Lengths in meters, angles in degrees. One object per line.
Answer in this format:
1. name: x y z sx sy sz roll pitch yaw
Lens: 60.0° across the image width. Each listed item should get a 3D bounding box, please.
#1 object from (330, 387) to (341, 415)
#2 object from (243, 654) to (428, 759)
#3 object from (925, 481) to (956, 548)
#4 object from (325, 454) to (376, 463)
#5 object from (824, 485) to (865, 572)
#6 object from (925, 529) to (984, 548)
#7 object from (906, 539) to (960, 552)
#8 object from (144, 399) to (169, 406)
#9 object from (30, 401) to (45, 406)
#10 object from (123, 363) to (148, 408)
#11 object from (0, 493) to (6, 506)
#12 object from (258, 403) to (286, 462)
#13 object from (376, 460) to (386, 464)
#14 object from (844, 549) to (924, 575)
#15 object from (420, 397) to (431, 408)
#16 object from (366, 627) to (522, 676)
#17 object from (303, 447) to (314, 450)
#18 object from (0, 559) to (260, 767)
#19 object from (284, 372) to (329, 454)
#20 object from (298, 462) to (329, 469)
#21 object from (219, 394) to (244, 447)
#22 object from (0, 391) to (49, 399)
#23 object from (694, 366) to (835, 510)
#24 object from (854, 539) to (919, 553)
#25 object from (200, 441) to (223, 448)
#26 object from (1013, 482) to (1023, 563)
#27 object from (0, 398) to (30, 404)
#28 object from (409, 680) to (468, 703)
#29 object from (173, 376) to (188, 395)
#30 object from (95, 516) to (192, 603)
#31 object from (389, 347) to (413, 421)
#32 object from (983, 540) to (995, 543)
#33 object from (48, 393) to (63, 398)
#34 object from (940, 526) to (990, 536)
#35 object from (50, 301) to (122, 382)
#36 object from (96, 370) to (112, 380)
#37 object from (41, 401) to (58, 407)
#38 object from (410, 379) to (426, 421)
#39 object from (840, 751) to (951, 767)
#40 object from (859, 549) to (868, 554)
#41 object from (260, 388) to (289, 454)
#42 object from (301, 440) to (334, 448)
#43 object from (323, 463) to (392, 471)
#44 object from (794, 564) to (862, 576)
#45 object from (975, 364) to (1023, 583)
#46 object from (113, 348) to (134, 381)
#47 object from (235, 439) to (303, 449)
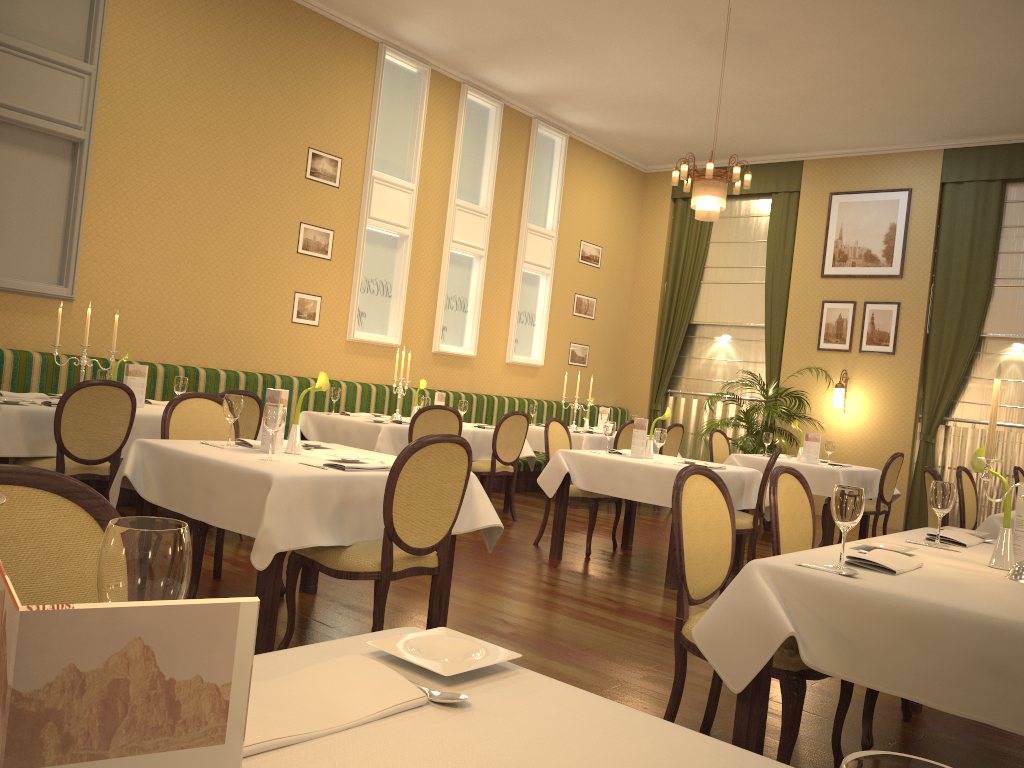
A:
1. object: -1.492 0.142 7.452 0.088 0.229 0.088 6 0 -2
2. object: -0.244 0.367 1.029 0.142 0.033 0.273 6 0 40
3. object: 1.546 0.468 3.200 0.088 0.229 0.088 6 0 -2
4. object: -0.696 0.326 3.818 0.160 0.024 0.160 6 0 40
5. object: 0.920 0.397 2.449 0.088 0.229 0.088 6 0 -2
6. object: 1.674 0.583 3.351 0.142 0.033 0.273 6 0 40
7. object: 1.487 0.571 3.130 0.185 0.010 0.017 6 0 41
8. object: -2.454 0.135 6.275 0.142 0.033 0.273 6 0 40
9. object: -2.708 0.111 5.056 0.181 0.015 0.038 6 0 41
10. object: -2.451 0.010 5.702 0.166 0.277 0.081 6 0 11
11. object: -0.370 0.040 0.277 0.390 0.655 0.131 6 0 -16
12. object: -0.957 0.193 3.543 0.088 0.229 0.088 6 0 -2
13. object: -0.522 0.349 3.818 0.181 0.015 0.038 6 0 41
14. object: 1.086 0.517 2.581 0.142 0.033 0.273 6 0 40
15. object: -0.730 0.226 7.387 0.088 0.229 0.088 6 0 -2
16. object: -0.096 0.387 1.255 0.160 0.024 0.160 6 0 40
17. object: -1.001 0.297 4.207 0.181 0.015 0.038 6 0 41
18. object: -0.240 0.243 0.456 0.166 0.277 0.081 6 0 11
19. object: -0.906 0.126 3.911 0.163 0.375 0.076 6 0 17
20. object: -0.791 0.321 3.513 0.185 0.010 0.017 6 0 40
21. object: -1.246 0.162 3.938 0.088 0.229 0.088 6 0 -2
22. object: -3.042 0.068 5.505 0.142 0.033 0.273 6 0 40
23. object: 3.022 0.622 10.676 1.496 1.807 1.552 6 0 20
24. object: 1.212 0.534 2.868 0.160 0.024 0.160 6 0 40
25. object: -1.305 0.265 3.869 0.185 0.010 0.017 6 0 41
26. object: 1.678 0.459 2.778 0.166 0.277 0.081 6 0 11
27. object: -2.770 0.100 4.905 0.160 0.024 0.160 6 0 40
28. object: -0.127 0.387 1.147 0.181 0.015 0.038 6 0 41
29. object: -2.129 0.068 5.679 0.088 0.229 0.088 6 0 -2
30. object: -0.372 0.251 0.878 0.088 0.229 0.088 6 0 -2
31. object: -0.958 -0.009 7.615 0.131 0.655 0.390 6 0 -36
32. object: 1.791 0.603 3.469 0.181 0.015 0.038 6 0 41
33. object: -2.916 0.085 5.792 0.160 0.024 0.160 6 0 40
34. object: 1.822 0.603 3.577 0.160 0.024 0.160 6 0 40
35. object: -2.698 -0.205 5.598 0.390 0.655 0.131 6 0 -31
36. object: -2.448 0.032 5.308 0.088 0.229 0.088 6 0 -2
37. object: -2.562 0.120 5.147 0.142 0.033 0.273 6 0 40
38. object: -0.823 0.143 7.770 0.076 0.375 0.163 6 0 -28
39. object: 0.191 0.313 0.444 0.088 0.229 0.088 6 0 -2
40. object: 1.167 0.535 2.742 0.185 0.010 0.017 6 0 41
41. object: -1.047 0.161 3.881 0.081 0.277 0.166 6 0 -4
42. object: -0.970 0.297 4.315 0.160 0.024 0.160 6 0 40
43. object: -0.619 0.335 3.616 0.142 0.024 0.273 6 0 40
44. object: 0.848 0.497 2.384 0.181 0.015 0.038 6 0 41
45. object: 1.548 0.256 2.599 0.390 0.655 0.131 6 0 -16
46. object: -2.585 -0.055 5.845 0.076 0.375 0.163 6 0 22
47. object: -1.118 0.277 4.089 0.142 0.033 0.273 6 0 40
